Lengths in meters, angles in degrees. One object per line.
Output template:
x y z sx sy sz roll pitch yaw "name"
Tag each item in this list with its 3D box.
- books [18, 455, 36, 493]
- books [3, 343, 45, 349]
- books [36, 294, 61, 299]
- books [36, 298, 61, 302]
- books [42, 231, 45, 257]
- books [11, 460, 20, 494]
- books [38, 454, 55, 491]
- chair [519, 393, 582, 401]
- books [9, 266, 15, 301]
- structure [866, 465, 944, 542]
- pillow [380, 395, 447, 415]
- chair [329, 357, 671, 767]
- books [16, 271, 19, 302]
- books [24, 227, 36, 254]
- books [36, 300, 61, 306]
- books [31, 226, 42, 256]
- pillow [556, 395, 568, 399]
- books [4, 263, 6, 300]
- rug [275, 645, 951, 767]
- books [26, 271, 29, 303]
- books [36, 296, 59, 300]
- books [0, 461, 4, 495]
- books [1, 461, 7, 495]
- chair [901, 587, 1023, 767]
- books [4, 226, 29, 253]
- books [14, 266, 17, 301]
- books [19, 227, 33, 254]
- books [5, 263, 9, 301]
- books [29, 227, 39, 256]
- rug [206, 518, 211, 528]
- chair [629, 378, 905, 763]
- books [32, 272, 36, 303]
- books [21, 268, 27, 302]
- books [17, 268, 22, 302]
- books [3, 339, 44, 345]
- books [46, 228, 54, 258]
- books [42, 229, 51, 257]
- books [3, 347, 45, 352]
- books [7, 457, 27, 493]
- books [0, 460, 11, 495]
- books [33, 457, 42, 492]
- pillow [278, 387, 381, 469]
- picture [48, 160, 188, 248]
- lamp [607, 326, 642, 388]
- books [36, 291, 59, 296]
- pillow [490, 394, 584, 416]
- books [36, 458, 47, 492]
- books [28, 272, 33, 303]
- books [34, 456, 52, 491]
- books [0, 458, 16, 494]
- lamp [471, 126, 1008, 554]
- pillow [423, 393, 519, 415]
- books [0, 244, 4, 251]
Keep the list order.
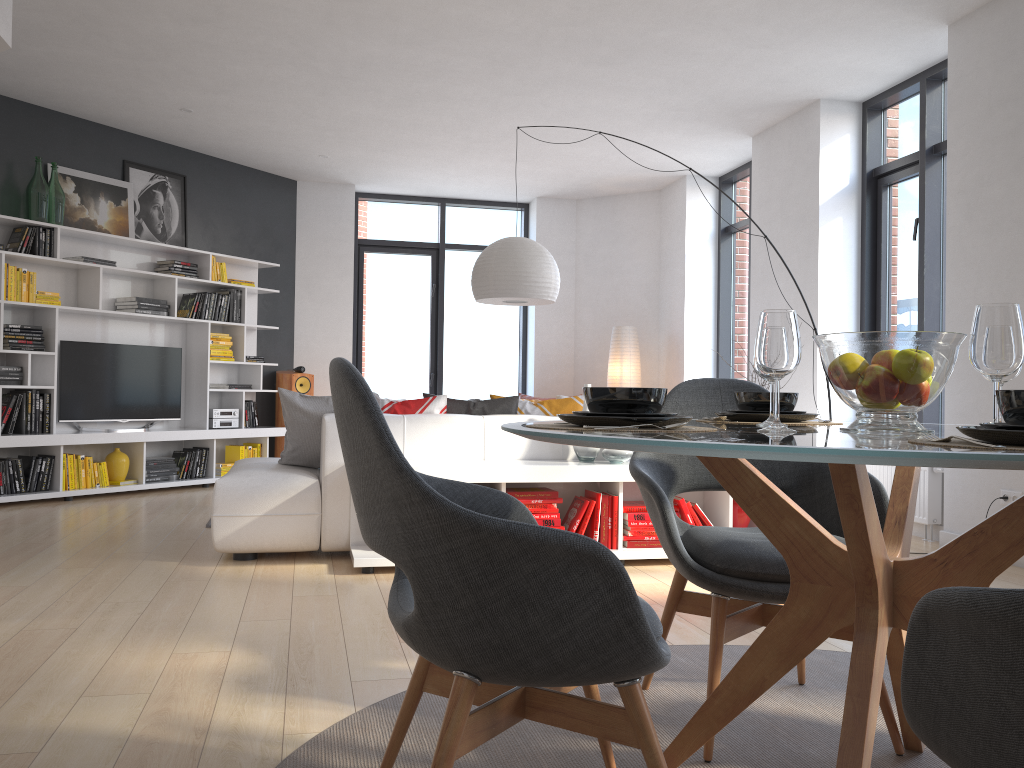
-3.560 0.654 6.464 0.197 0.260 0.066 0 -1 32 "books"
-3.607 -0.278 6.504 0.189 0.025 0.270 0 -1 31 "books"
-3.515 -0.655 6.652 0.134 0.014 0.187 0 -1 32 "books"
-3.519 -0.626 6.653 0.148 0.011 0.196 0 -1 32 "books"
-3.537 -1.037 6.616 0.147 0.200 0.021 0 -1 32 "books"
-3.601 0.661 6.353 0.177 0.242 0.066 0 -1 32 "books"
-3.481 0.657 6.585 0.197 0.260 0.066 0 -1 32 "books"
0.336 0.523 8.901 0.896 0.858 0.843 1 -1 19 "chair"
-3.678 -0.719 6.417 0.198 0.255 0.044 0 -1 32 "books"
2.420 0.713 5.689 0.110 0.460 1.015 1 -1 -13 "structure"
0.199 0.293 5.120 2.250 0.449 0.575 1 -1 -16 "pillow"
-0.023 0.405 1.605 0.619 0.891 0.655 1 -1 -12 "chair"
-3.636 -0.703 6.449 0.156 0.229 0.024 0 -1 32 "books"
-3.587 -1.044 6.532 0.154 0.212 0.074 0 -1 31 "books"
-3.517 -0.603 6.650 0.147 0.033 0.190 0 -1 32 "books"
-3.553 -1.051 6.598 0.176 0.232 0.025 0 -1 32 "books"
0.727 0.285 6.058 0.580 0.456 2.156 1 -1 13 "pillow"
-3.699 -0.727 6.358 0.204 0.270 0.029 0 -1 32 "books"
0.707 0.861 1.718 2.499 0.010 2.499 1 -1 -40 "rug"
-3.611 -0.708 6.524 0.169 0.239 0.023 0 -1 32 "books"
-3.505 -0.639 6.639 0.113 0.018 0.169 0 -1 33 "books"
-3.666 0.662 6.270 0.189 0.240 0.053 0 -1 32 "books"
-3.647 0.663 6.286 0.170 0.236 0.049 0 -1 32 "books"
0.784 0.409 0.959 0.655 0.891 0.619 1 -1 -7 "chair"
-3.624 -1.046 6.484 0.166 0.213 0.096 0 -1 30 "books"
-3.664 -0.720 6.445 0.199 0.263 0.015 0 -1 32 "books"
-3.612 -1.044 6.515 0.171 0.214 0.087 0 -1 32 "books"
-3.692 -0.727 6.385 0.213 0.270 0.025 0 -1 32 "books"
-3.562 -1.046 6.574 0.156 0.221 0.021 0 -1 32 "books"
-0.930 0.896 6.454 2.326 0.016 1.662 1 -1 -13 "rug"
0.642 0.425 2.340 0.655 0.891 0.619 1 -1 -7 "chair"
-3.584 -0.705 6.567 0.172 0.234 0.024 0 -1 32 "books"
-3.625 -0.715 6.498 0.185 0.250 0.035 0 -1 32 "books"
-3.641 -0.715 6.476 0.180 0.251 0.019 0 -1 32 "books"
-3.626 -0.306 6.508 0.209 0.030 0.266 0 -1 30 "books"
-3.501 -1.051 6.661 0.174 0.230 0.019 0 -1 32 "books"
-3.522 -1.044 6.641 0.169 0.218 0.038 0 -1 32 "books"
-3.606 -0.253 6.502 0.189 0.026 0.263 0 -1 30 "books"
-3.586 0.658 6.384 0.191 0.249 0.083 0 -1 32 "books"
-3.629 0.660 6.301 0.169 0.242 0.050 0 -1 31 "books"
-3.533 0.658 6.502 0.192 0.254 0.075 0 -1 31 "books"
0.031 0.264 5.422 2.953 0.453 0.647 1 -1 -25 "pillow"
-3.235 -1.521 7.371 0.076 0.707 1.279 0 -1 32 "picture"
1.273 0.192 8.835 0.804 1.550 0.502 0 -1 37 "lamp"
-3.527 -0.675 6.656 0.138 0.026 0.186 0 -1 32 "books"
0.590 0.297 5.769 0.630 0.440 2.095 0 -1 34 "pillow"
-3.508 0.663 6.517 0.179 0.243 0.071 0 -1 31 "books"
-3.595 -0.705 6.543 0.172 0.234 0.024 0 -1 32 "books"
-3.498 0.661 6.555 0.191 0.249 0.084 0 -1 32 "books"
-3.623 0.655 6.332 0.193 0.255 0.066 0 -1 31 "books"
1.238 -0.400 5.511 3.199 2.647 0.710 1 -1 23 "lamp"
0.516 0.273 5.202 2.120 0.436 0.608 1 -1 -17 "pillow"
-3.762 -0.968 6.236 0.208 0.046 0.268 0 -1 35 "books"
